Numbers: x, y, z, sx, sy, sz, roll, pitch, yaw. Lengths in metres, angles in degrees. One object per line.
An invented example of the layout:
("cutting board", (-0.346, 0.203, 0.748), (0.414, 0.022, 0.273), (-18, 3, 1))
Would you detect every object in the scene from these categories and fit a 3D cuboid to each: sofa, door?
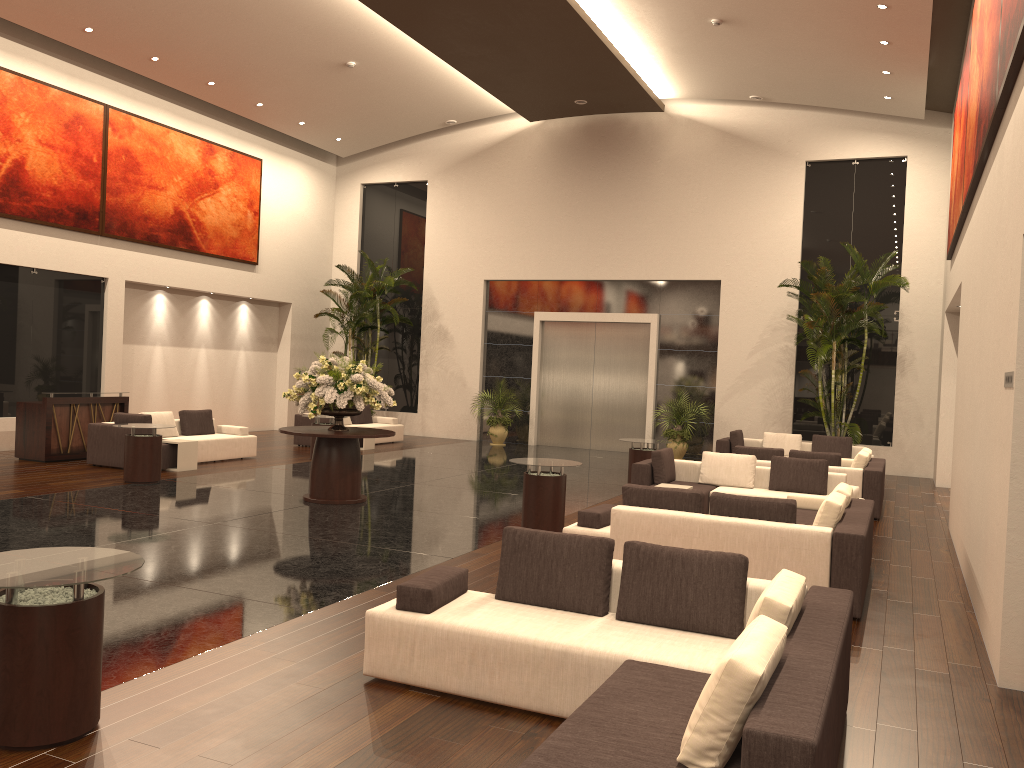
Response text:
("sofa", (0.059, 1.336, 3.972), (2.586, 0.862, 3.366), (3, 1, 24))
("door", (1.943, 0.043, 21.197), (2.767, 3.048, 0.040), (3, 1, 24))
("sofa", (2.209, 1.353, 8.871), (2.586, 0.862, 3.366), (3, 1, 24))
("sofa", (-5.561, 0.898, 15.050), (1.291, 0.862, 2.846), (3, 1, 24))
("sofa", (5.301, 1.368, 16.570), (2.846, 0.862, 1.291), (3, 1, 24))
("sofa", (-3.460, 0.916, 19.796), (1.291, 0.862, 2.846), (3, 1, 24))
("sofa", (4.506, 1.373, 14.058), (2.586, 0.862, 3.366), (3, 1, 24))
("sofa", (3.004, 1.348, 11.383), (2.846, 0.862, 1.291), (3, 1, 24))

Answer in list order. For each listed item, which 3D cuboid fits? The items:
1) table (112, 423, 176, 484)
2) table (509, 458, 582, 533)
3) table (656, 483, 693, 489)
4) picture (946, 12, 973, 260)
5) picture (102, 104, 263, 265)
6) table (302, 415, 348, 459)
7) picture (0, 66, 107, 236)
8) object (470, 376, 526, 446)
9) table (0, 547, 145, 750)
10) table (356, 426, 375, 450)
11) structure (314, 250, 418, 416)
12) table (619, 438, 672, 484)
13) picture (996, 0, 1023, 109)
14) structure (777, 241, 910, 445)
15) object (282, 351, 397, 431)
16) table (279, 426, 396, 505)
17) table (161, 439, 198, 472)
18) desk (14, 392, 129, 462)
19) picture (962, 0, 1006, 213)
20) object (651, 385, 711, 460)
("table", (-5.221, 0.986, 12.553), (0.833, 0.795, 0.844), (2, 1, -15))
("table", (0.364, 1.281, 10.079), (0.833, 0.795, 0.844), (2, 1, -15))
("table", (2.013, 1.510, 11.102), (0.400, 0.460, 0.400), (3, 1, 24))
("picture", (6.625, -3.391, 13.108), (0.070, 2.526, 4.515), (3, 1, 24))
("picture", (-6.951, -4.108, 19.122), (0.070, 2.526, 4.515), (3, 1, 24))
("table", (-3.497, 1.000, 16.517), (0.833, 0.795, 0.844), (2, 1, -15))
("picture", (-8.781, -4.124, 14.988), (0.070, 2.526, 4.515), (3, 1, 24))
("object", (-0.292, 0.627, 21.289), (1.373, 1.682, 1.297), (2, 1, -33))
("table", (-2.224, 1.259, 4.234), (0.844, 0.795, 0.833), (2, 1, -27))
("table", (-3.186, 1.147, 18.816), (0.400, 0.460, 0.400), (3, 1, 24))
("structure", (-3.639, -1.009, 22.322), (2.436, 4.611, 2.531), (3, 1, -4))
("table", (2.089, 1.295, 14.042), (0.833, 0.795, 0.844), (2, 1, -15))
("picture", (2.964, -3.422, 4.842), (0.070, 2.526, 4.515), (3, 1, 24))
("structure", (6.557, -0.467, 17.649), (2.436, 4.611, 2.531), (3, 1, -4))
("object", (-2.248, 0.064, 11.677), (1.453, 1.097, 1.402), (2, 1, -20))
("table", (-2.317, 1.070, 11.706), (1.498, 0.921, 1.498), (3, 1, 15))
("table", (-5.287, 1.129, 14.070), (0.400, 0.460, 0.400), (3, 1, 24))
("desk", (-7.378, 0.688, 14.986), (0.760, 1.114, 1.634), (3, 1, 24))
("picture", (4.794, -3.406, 8.973), (0.070, 2.526, 4.515), (3, 1, 24))
("object", (3.644, 0.836, 19.488), (1.373, 1.682, 1.297), (2, 1, -28))
